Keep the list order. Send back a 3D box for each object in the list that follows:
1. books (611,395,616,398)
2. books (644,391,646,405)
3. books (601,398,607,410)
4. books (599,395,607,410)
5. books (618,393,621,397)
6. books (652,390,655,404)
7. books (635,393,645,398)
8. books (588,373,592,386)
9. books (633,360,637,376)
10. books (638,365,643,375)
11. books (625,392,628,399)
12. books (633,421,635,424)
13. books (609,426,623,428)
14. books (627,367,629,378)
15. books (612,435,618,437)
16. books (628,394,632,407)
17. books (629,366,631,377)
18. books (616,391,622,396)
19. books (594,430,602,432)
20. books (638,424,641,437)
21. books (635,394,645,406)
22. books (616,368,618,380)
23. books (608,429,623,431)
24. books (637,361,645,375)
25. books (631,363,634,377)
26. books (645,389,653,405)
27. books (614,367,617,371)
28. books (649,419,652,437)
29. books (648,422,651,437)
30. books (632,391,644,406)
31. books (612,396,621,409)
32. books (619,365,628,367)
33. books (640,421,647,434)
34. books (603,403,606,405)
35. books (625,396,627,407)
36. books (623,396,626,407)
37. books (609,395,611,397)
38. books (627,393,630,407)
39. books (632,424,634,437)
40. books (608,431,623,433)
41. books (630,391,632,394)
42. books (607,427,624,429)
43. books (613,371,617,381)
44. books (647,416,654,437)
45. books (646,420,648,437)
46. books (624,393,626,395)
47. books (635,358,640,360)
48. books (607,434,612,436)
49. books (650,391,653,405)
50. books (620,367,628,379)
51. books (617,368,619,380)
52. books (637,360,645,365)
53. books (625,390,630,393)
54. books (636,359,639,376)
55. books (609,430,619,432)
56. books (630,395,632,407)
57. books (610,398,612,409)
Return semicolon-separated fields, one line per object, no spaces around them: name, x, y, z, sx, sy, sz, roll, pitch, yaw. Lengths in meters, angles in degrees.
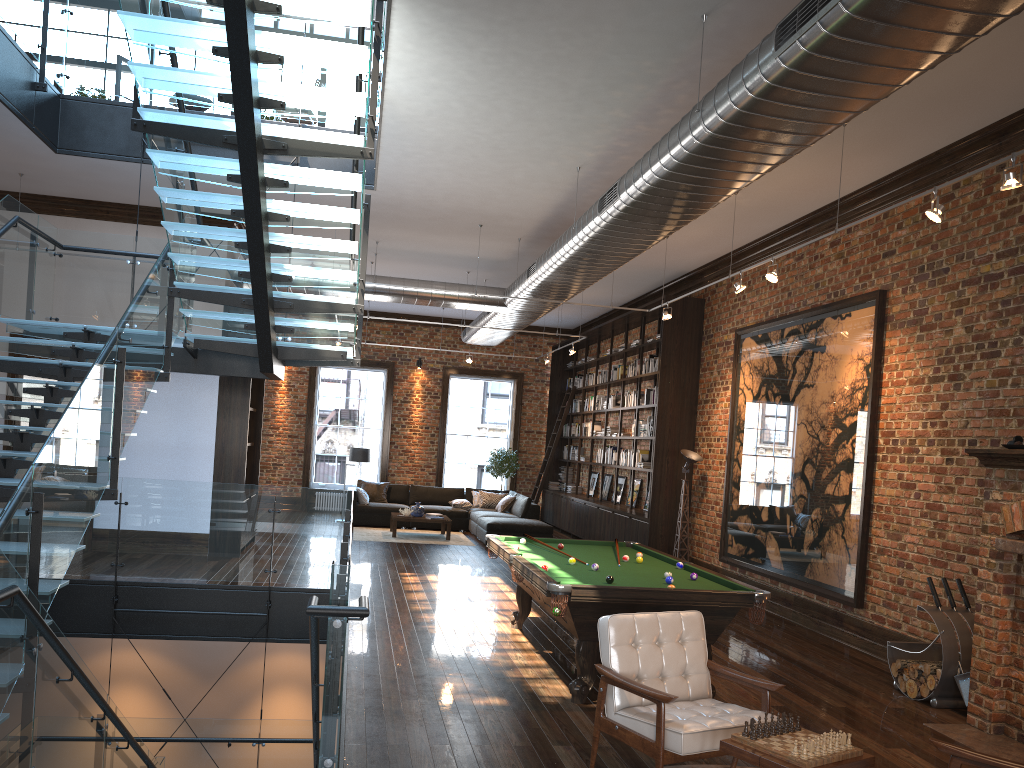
books;1.922;0.347;16.420;0.185;0.270;0.026;4;1;-10
books;2.255;0.247;14.562;0.161;0.254;0.014;4;1;-10
books;1.802;0.391;17.014;0.192;0.249;0.024;4;1;-10
books;1.785;0.375;17.184;0.175;0.303;0.067;4;1;-10
books;1.984;0.320;16.191;0.133;0.300;0.012;4;1;-10
books;2.320;0.224;14.066;0.189;0.240;0.016;4;1;-10
books;2.161;0.284;14.997;0.171;0.238;0.057;4;1;-10
books;1.641;-0.072;18.147;0.163;0.297;0.029;4;1;-10
books;2.167;-0.251;15.106;0.183;0.300;0.018;4;1;-10
books;2.211;-0.214;14.911;0.188;0.208;0.051;4;1;-10
books;2.068;0.290;15.572;0.159;0.285;0.014;4;1;-10
books;2.135;0.773;15.060;0.174;0.265;0.026;4;1;-10
books;1.898;0.791;16.245;0.259;0.005;0.142;4;-4;-6
books;2.103;-0.180;15.496;0.183;0.206;0.053;4;1;-10
books;1.934;0.942;16.011;0.205;0.035;0.267;4;-4;-9
books;2.100;0.300;15.375;0.160;0.242;0.031;4;1;-10
books;2.120;-0.197;15.417;0.174;0.230;0.014;4;1;-10
books;1.966;0.302;16.201;0.156;0.334;0.014;4;1;-10
books;1.696;0.925;17.369;0.198;0.017;0.354;5;-4;-10
books;2.170;0.775;14.751;0.184;0.222;0.033;4;1;-10
books;2.174;0.292;14.970;0.182;0.218;0.050;4;1;-10
books;1.993;-0.158;16.203;0.161;0.244;0.032;4;1;-10
books;1.893;0.849;16.253;0.283;0.010;0.169;5;-4;-11
books;2.200;-0.248;14.962;0.180;0.279;0.009;4;1;-10
books;2.141;-0.221;15.256;0.185;0.258;0.032;4;1;-10
books;2.260;0.219;14.234;0.245;0.266;0.037;4;1;-10
books;1.956;-0.165;16.321;0.180;0.271;0.011;4;1;-10
books;2.289;0.712;14.162;0.167;0.282;0.072;4;1;-10
books;2.271;0.738;14.231;0.179;0.237;0.036;4;1;-10
books;2.146;0.260;15.073;0.183;0.285;0.034;4;1;-10
books;1.949;0.347;16.137;0.272;0.241;0.083;4;0;-10
books;2.014;-0.192;16.076;0.181;0.298;0.009;4;1;-10
books;2.206;0.753;14.723;0.138;0.267;0.034;4;1;-10
books;1.853;0.385;16.833;0.161;0.025;0.298;5;-4;-13
books;2.070;0.323;15.494;0.181;0.208;0.030;4;1;-10
books;2.042;0.330;15.620;0.224;0.209;0.064;4;0;-10
books;1.878;0.348;16.583;0.190;0.284;0.013;4;1;-10
books;2.090;0.291;15.445;0.166;0.269;0.011;4;1;-10
books;2.133;0.793;15.022;0.187;0.219;0.016;4;1;-10
books;1.892;0.876;16.249;0.236;0.014;0.166;5;-4;-10
books;2.111;0.277;15.419;0.138;0.296;0.024;4;1;-10
books;1.897;0.807;16.243;0.296;0.004;0.145;5;-4;-12
books;1.953;-0.134;16.287;0.193;0.202;0.027;4;1;-10
books;2.262;0.688;14.253;0.180;0.339;0.013;4;1;-10
books;2.260;0.708;14.267;0.184;0.300;0.013;4;1;-10
books;2.036;0.301;15.698;0.179;0.275;0.098;4;0;-10
books;2.182;-0.264;15.121;0.184;0.330;0.008;4;1;-10
books;1.887;0.943;16.250;0.244;0.025;0.161;5;-4;-11
books;2.299;0.235;14.164;0.187;0.230;0.035;4;1;-10
books;2.030;-0.180;15.928;0.191;0.255;0.061;4;1;-10
books;1.998;-0.166;16.048;0.191;0.240;0.008;4;1;-10
books;2.205;-0.256;14.975;0.188;0.297;0.014;4;1;-10
books;2.056;0.279;15.712;0.143;0.324;0.116;4;0;-10
books;2.193;-0.257;15.038;0.183;0.307;0.009;4;1;-10
books;1.895;0.860;16.233;0.199;0.015;0.134;5;-4;-10
books;2.115;0.307;15.230;0.181;0.209;0.024;4;1;-10
books;1.916;0.368;16.393;0.191;0.223;0.027;4;1;-10
